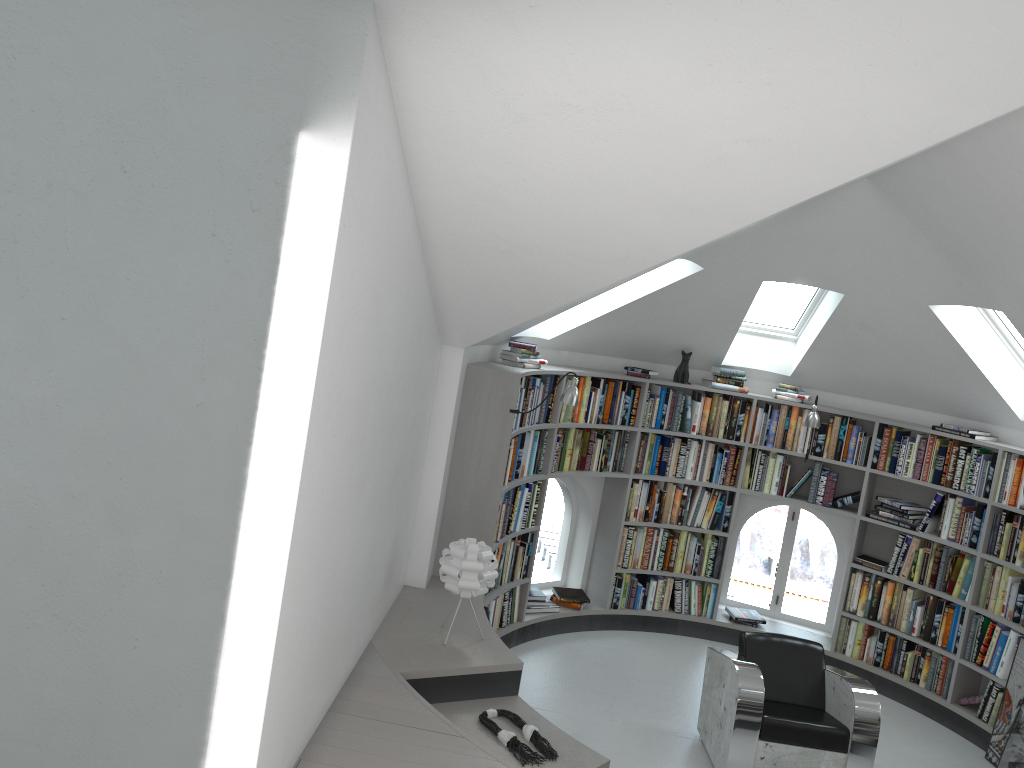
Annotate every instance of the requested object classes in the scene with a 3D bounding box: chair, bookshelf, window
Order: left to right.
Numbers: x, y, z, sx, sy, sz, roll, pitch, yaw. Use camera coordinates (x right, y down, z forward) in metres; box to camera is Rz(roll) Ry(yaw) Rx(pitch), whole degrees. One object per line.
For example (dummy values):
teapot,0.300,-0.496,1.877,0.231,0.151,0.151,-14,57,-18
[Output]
window,1.250,1.332,7.422,3.228,1.149,0.619,9,4,-11
bookshelf,1.767,1.080,6.513,4.334,1.876,2.113,10,5,3
chair,1.621,1.951,5.294,0.823,0.718,0.743,9,5,-2
window,2.060,-0.660,6.394,4.056,0.712,1.936,10,5,3

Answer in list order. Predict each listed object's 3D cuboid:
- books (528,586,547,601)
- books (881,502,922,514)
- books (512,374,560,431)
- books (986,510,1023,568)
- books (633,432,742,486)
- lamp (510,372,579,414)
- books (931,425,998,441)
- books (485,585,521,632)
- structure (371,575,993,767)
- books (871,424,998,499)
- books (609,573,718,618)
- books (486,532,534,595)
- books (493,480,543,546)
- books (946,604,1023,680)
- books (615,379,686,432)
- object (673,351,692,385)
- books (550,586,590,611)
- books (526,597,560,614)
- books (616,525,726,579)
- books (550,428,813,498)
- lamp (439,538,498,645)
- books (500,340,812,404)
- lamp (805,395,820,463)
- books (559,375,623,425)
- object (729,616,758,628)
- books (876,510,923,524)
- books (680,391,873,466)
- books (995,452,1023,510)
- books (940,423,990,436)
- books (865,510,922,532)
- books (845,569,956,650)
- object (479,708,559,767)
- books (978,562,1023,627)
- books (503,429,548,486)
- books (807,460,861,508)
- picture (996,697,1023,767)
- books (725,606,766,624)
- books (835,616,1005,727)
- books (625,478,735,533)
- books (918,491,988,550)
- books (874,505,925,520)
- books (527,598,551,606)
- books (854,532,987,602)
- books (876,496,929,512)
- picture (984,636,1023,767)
books,0.130,1.633,6.927,0.213,0.036,0.227,7,6,-20
books,3.035,0.966,6.906,0.213,0.036,0.227,5,7,-37
books,0.026,0.100,6.034,0.301,0.360,1.033,11,6,19
books,3.604,1.109,5.846,0.279,0.357,1.055,9,6,-11
books,1.397,0.595,7.321,1.027,0.358,0.301,8,5,-11
lamp,0.214,0.053,5.564,0.414,0.311,0.117,10,4,0
books,3.380,0.369,6.622,0.316,0.036,0.337,6,7,-34
books,-0.210,1.580,6.189,0.283,0.319,0.918,11,6,21
structure,1.545,1.954,5.193,4.702,0.692,4.727,5,7,-42
books,3.210,0.564,6.696,0.305,0.367,0.973,5,7,-43
books,1.214,1.709,7.354,1.018,0.306,0.288,8,5,-12
books,-0.247,1.411,5.857,0.391,0.694,1.642,11,5,13
books,-0.076,0.857,6.070,0.261,0.358,1.020,11,6,20
books,3.457,1.852,5.957,0.303,0.358,1.188,8,6,-16
books,1.067,0.169,7.171,0.681,0.345,0.266,8,5,-20
object,1.405,-0.135,7.199,0.147,0.264,0.202,10,5,0
books,0.465,1.713,7.083,0.318,0.099,0.292,10,5,5
books,0.119,1.697,6.932,0.365,0.042,0.389,6,6,-30
books,1.291,1.354,7.337,1.031,0.357,0.293,8,5,-12
books,1.236,0.596,7.098,2.526,0.370,0.593,8,5,-16
lamp,-0.249,1.085,4.688,0.305,0.524,0.306,9,4,-8
books,1.097,-0.110,6.863,2.810,0.173,0.750,7,6,-26
lamp,2.329,0.356,6.951,0.113,0.565,0.358,10,4,10
books,0.507,0.102,6.791,0.791,0.372,0.270,5,7,-43
object,1.943,1.962,7.406,0.227,0.036,0.213,12,6,20
books,3.025,1.027,6.910,0.286,0.031,0.269,14,7,38
books,2.127,0.330,7.232,1.567,0.366,0.394,10,5,9
books,3.667,0.730,5.831,0.292,0.361,1.017,8,6,-14
books,3.384,0.342,6.620,0.233,0.027,0.248,7,6,-24
books,3.019,1.059,6.912,0.389,0.042,0.365,15,8,43
books,3.005,1.692,6.786,0.271,0.350,0.875,5,7,-45
object,0.022,1.617,4.081,0.217,0.082,0.475,6,7,-34
books,3.549,1.489,5.867,0.275,0.347,1.024,9,6,-12
books,-0.044,0.478,6.082,0.303,0.347,1.089,11,6,19
books,2.616,0.822,7.117,0.400,0.340,0.224,12,5,23
picture,3.224,2.286,5.456,0.106,0.554,0.490,9,5,-7
books,1.948,1.932,7.404,0.268,0.029,0.254,9,6,-6
books,3.092,2.099,6.569,0.359,0.310,1.503,6,6,-35
books,1.341,0.972,7.306,0.996,0.351,0.298,8,5,-13
books,3.334,0.995,6.542,0.255,0.350,0.555,6,6,-40
books,3.030,0.997,6.908,0.269,0.031,0.287,5,7,-37
books,0.125,1.663,6.929,0.269,0.031,0.287,7,6,-20
books,3.119,1.332,6.691,0.251,0.351,0.977,5,7,-44
books,3.040,0.935,6.904,0.269,0.031,0.287,8,6,-17
picture,3.306,2.122,5.621,0.090,0.861,0.580,9,4,-7
